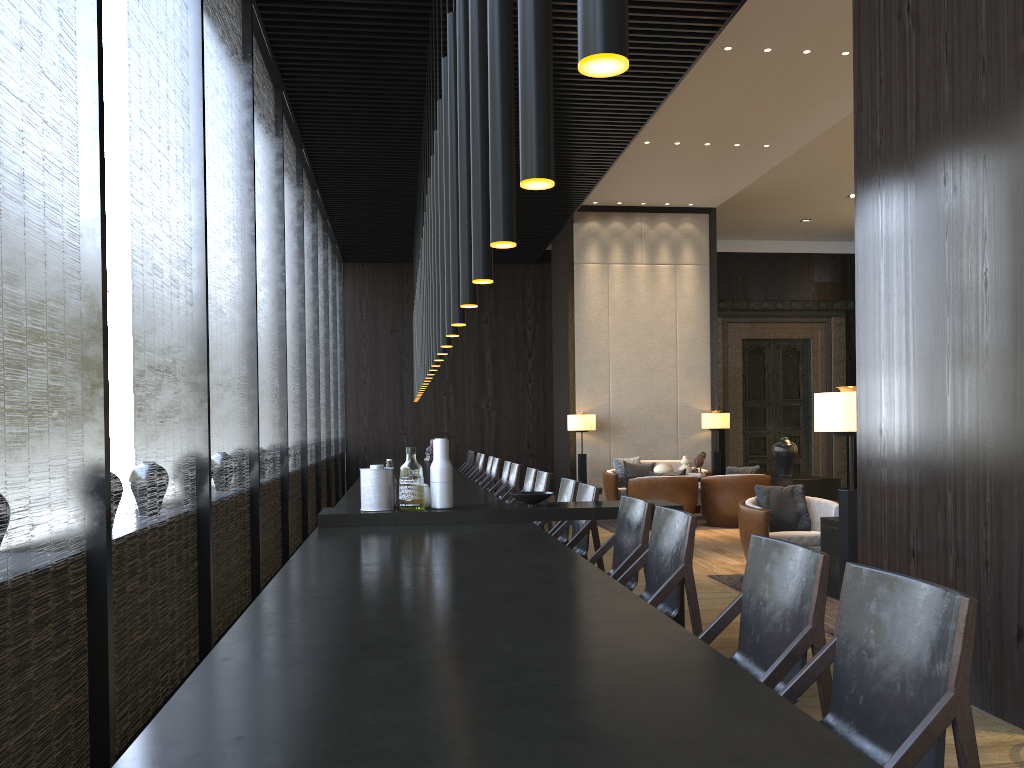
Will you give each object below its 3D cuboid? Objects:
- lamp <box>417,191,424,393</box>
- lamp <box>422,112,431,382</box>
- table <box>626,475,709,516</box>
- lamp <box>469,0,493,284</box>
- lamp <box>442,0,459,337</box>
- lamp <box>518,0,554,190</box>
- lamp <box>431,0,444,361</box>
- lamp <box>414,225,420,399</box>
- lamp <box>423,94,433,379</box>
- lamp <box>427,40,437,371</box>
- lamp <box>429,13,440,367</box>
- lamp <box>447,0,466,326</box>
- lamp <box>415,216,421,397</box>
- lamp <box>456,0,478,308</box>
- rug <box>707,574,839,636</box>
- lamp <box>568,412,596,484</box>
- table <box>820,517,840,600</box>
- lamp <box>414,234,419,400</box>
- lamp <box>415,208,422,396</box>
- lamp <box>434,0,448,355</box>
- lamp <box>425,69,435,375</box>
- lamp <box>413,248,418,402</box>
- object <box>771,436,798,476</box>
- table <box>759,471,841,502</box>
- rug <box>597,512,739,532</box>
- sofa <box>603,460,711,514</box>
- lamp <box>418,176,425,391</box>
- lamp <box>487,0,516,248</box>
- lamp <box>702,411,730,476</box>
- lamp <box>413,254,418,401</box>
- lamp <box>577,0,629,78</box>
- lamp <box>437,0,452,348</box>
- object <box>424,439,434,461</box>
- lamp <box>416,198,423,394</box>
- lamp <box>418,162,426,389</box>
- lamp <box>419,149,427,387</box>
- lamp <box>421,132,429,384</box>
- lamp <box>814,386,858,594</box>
[{"bbox_3d":[-1.064,-1.112,10.179,0.060,2.421,0.060,-1,1,-12],"label":"lamp"},{"bbox_3d":[-0.766,-1.233,7.821,0.060,2.421,0.060,-1,1,-2],"label":"lamp"},{"bbox_3d":[1.999,1.412,10.975,1.042,0.517,0.576,-1,-1,-7],"label":"table"},{"bbox_3d":[-0.101,-1.505,2.555,0.060,2.421,0.060,-1,1,-12],"label":"lamp"},{"bbox_3d":[-0.289,-1.428,4.042,0.060,2.421,0.060,-1,1,-12],"label":"lamp"},{"bbox_3d":[0.028,-1.558,1.536,0.060,2.421,0.060,-1,1,-12],"label":"lamp"},{"bbox_3d":[-0.470,-1.354,5.475,0.060,2.421,0.060,-1,1,-12],"label":"lamp"},{"bbox_3d":[-1.309,-1.012,12.119,0.060,2.421,0.060,-1,1,-12],"label":"lamp"},{"bbox_3d":[-0.709,-1.257,7.370,0.060,2.421,0.060,-1,1,-12],"label":"lamp"},{"bbox_3d":[-0.586,-1.307,6.398,0.060,2.421,0.060,-1,1,-12],"label":"lamp"},{"bbox_3d":[-0.531,-1.330,5.956,0.060,2.421,0.060,-1,1,-12],"label":"lamp"},{"bbox_3d":[-0.235,-1.450,3.614,0.060,2.421,0.060,-1,1,-12],"label":"lamp"},{"bbox_3d":[-1.245,-1.038,11.615,0.060,2.421,0.060,-1,1,-12],"label":"lamp"},{"bbox_3d":[-0.166,-1.479,3.067,0.060,2.421,0.060,-1,1,-12],"label":"lamp"},{"bbox_3d":[2.604,1.403,5.801,1.957,0.008,2.243,0,-3,-7],"label":"rug"},{"bbox_3d":[0.940,1.056,11.855,0.375,1.351,0.374,-1,0,22],"label":"lamp"},{"bbox_3d":[2.652,1.145,5.802,1.042,0.517,0.576,-1,-1,-7],"label":"table"},{"bbox_3d":[-1.372,-0.986,12.615,0.060,2.421,0.060,-1,1,-12],"label":"lamp"},{"bbox_3d":[-1.185,-1.062,11.140,0.060,2.421,0.060,-1,1,-12],"label":"lamp"},{"bbox_3d":[-0.413,-1.378,5.022,0.060,2.421,0.060,-1,1,-12],"label":"lamp"},{"bbox_3d":[-0.649,-1.281,6.896,0.060,2.421,0.060,-1,1,-2],"label":"lamp"},{"bbox_3d":[-1.500,-0.934,13.632,0.060,2.421,0.060,-1,1,-12],"label":"lamp"},{"bbox_3d":[3.372,0.886,10.951,0.311,0.493,0.311,-1,0,-19],"label":"object"},{"bbox_3d":[3.380,1.397,11.123,0.620,0.513,1.962,-1,-3,-7],"label":"table"},{"bbox_3d":[1.960,1.667,10.904,2.040,0.008,2.243,0,-3,-7],"label":"rug"},{"bbox_3d":[1.907,1.367,11.749,1.448,0.694,0.603,-1,-1,-7],"label":"sofa"},{"bbox_3d":[-1.006,-1.136,9.720,0.060,2.421,0.060,-1,1,-12],"label":"lamp"},{"bbox_3d":[-0.037,-1.531,2.045,0.060,2.421,0.060,-1,1,-12],"label":"lamp"},{"bbox_3d":[2.788,1.043,12.088,0.375,1.351,0.374,-1,0,40],"label":"lamp"},{"bbox_3d":[-1.435,-0.960,13.119,0.060,2.421,0.060,-1,1,-12],"label":"lamp"},{"bbox_3d":[0.091,-1.584,1.032,0.060,2.421,0.060,-1,1,-12],"label":"lamp"},{"bbox_3d":[-0.354,-1.402,4.560,0.060,2.421,0.060,-1,1,-12],"label":"lamp"},{"bbox_3d":[-1.123,0.942,12.607,0.207,0.310,0.162,-1,0,-27],"label":"object"},{"bbox_3d":[-1.126,-1.086,10.673,0.060,2.421,0.060,-1,1,-12],"label":"lamp"},{"bbox_3d":[-0.947,-1.160,9.251,0.060,2.421,0.060,-1,1,-12],"label":"lamp"},{"bbox_3d":[-0.890,-1.183,8.801,0.060,2.421,0.060,-1,1,-2],"label":"lamp"},{"bbox_3d":[-0.828,-1.208,8.311,0.060,2.421,0.060,-1,1,-12],"label":"lamp"},{"bbox_3d":[1.834,0.691,4.777,0.375,1.351,0.374,-1,0,22],"label":"lamp"}]
